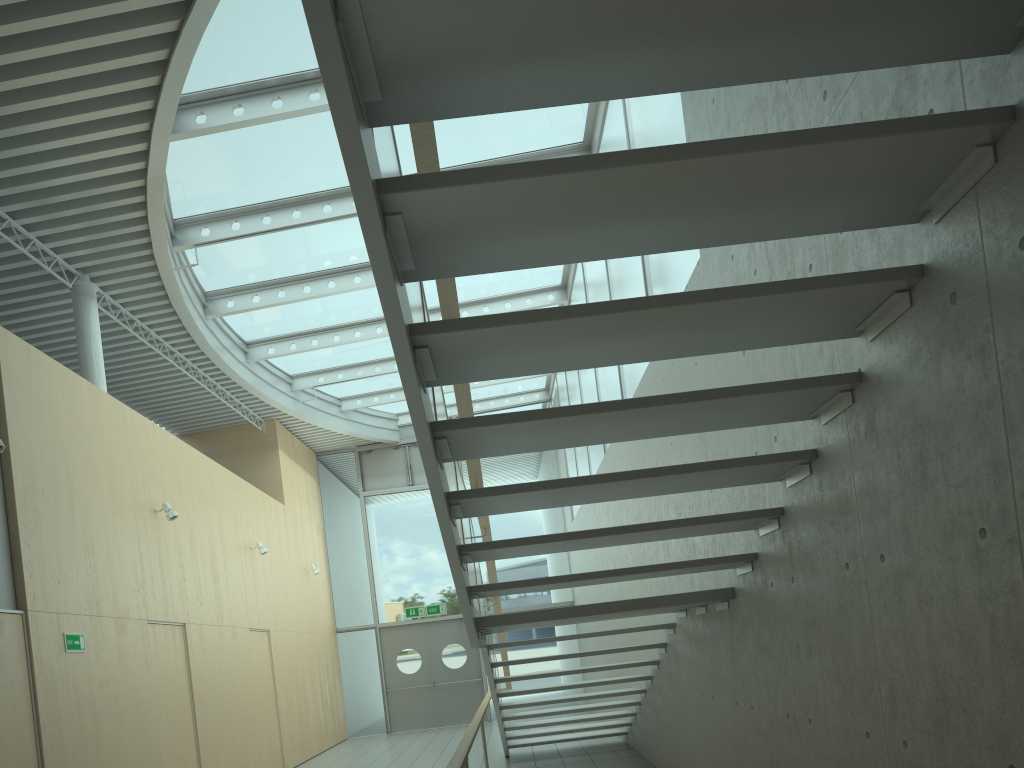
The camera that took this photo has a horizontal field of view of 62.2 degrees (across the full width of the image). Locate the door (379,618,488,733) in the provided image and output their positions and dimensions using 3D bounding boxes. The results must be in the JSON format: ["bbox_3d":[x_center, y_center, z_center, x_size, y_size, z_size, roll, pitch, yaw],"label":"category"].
[{"bbox_3d":[-1.552,5.728,16.734,1.922,2.087,0.176,-7,-1,0],"label":"door"}]

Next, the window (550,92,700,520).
[{"bbox_3d":[0.938,-0.126,11.201,0.030,2.679,16.255,-7,-17,-2],"label":"window"}]

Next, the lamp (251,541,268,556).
[{"bbox_3d":[-3.460,2.247,11.607,0.230,0.194,0.145,-3,-8,-20],"label":"lamp"}]

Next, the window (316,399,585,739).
[{"bbox_3d":[-1.214,3.663,16.772,4.857,6.225,0.110,-7,-1,0],"label":"window"}]

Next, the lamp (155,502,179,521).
[{"bbox_3d":[-3.456,1.272,8.481,0.230,0.194,0.145,-3,-8,-20],"label":"lamp"}]

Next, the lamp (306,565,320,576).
[{"bbox_3d":[-3.462,3.229,14.755,0.230,0.194,0.145,-3,-8,-20],"label":"lamp"}]

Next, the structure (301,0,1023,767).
[{"bbox_3d":[0.511,1.112,5.296,1.885,4.112,13.096,-7,-16,-2],"label":"structure"}]

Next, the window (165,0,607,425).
[{"bbox_3d":[-1.040,1.665,11.174,4.782,6.126,16.433,-7,-15,-2],"label":"window"}]

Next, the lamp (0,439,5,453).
[{"bbox_3d":[-3.454,0.360,5.558,0.230,0.194,0.145,-3,-8,-20],"label":"lamp"}]
